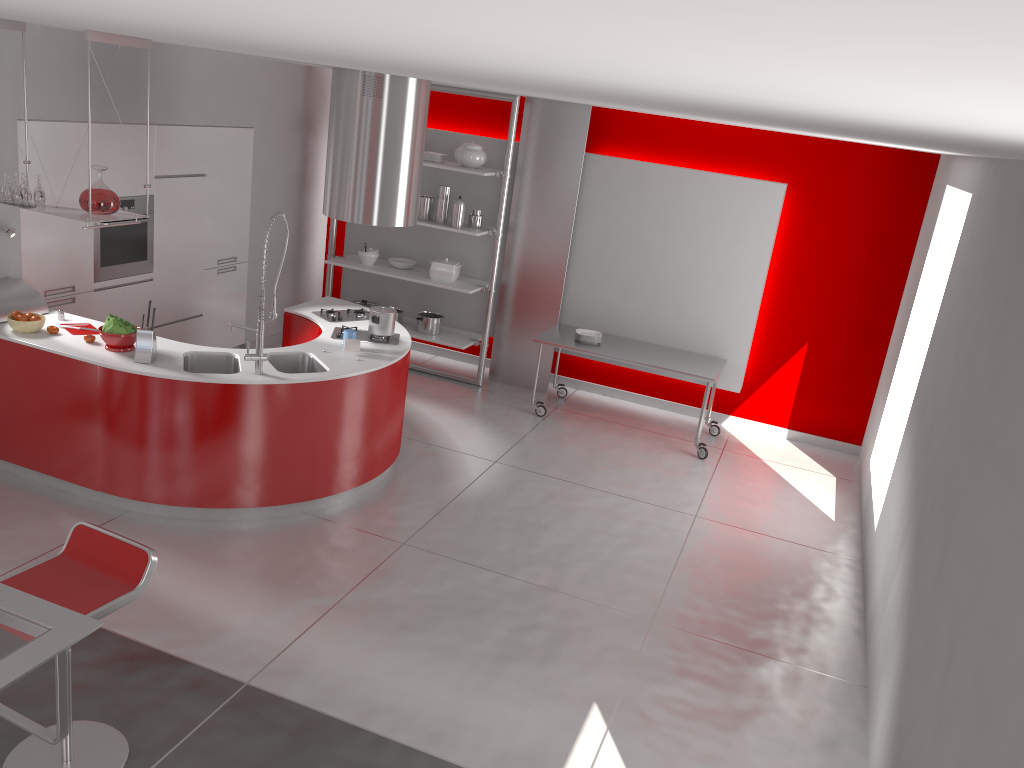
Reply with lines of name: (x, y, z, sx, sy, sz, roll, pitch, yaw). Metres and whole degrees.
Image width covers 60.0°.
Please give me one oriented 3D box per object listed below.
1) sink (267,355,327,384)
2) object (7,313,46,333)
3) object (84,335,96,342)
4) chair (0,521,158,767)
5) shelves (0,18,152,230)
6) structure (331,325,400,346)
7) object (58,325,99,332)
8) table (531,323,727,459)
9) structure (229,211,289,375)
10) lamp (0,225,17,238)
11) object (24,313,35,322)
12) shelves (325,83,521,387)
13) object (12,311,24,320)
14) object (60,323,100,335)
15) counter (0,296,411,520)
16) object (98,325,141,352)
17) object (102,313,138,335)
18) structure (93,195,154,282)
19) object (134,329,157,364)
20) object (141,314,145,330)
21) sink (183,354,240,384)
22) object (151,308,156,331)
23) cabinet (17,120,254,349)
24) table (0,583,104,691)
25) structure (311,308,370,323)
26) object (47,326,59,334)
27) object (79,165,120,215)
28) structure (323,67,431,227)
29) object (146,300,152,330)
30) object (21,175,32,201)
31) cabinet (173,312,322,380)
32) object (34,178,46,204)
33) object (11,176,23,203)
sink: (-1.321, -0.032, 5.398, 0.326, 0.172, 0.428, -3, 21, -31)
object: (-2.865, -0.354, 5.235, 0.201, 0.086, 0.201, 14, 18, 18)
object: (-2.475, -0.269, 5.197, 0.064, 0.048, 0.063, 7, 18, -4)
chair: (-1.593, 0.997, 3.200, 0.418, 0.857, 0.460, 15, 19, 22)
shelves: (-2.554, -1.462, 4.964, 0.934, 1.023, 0.462, 14, 18, 17)
structure: (-1.002, -0.344, 6.101, 0.457, 0.037, 0.303, 6, 18, -7)
object: (-2.569, -0.333, 5.405, 0.375, 0.008, 0.041, 6, 18, -5)
table: (1.005, 0.032, 7.660, 1.627, 0.682, 0.749, 14, 19, 18)
structure: (-1.412, -0.516, 4.994, 0.308, 0.920, 0.178, -1, 20, -27)
lamp: (-3.168, -0.910, 5.355, 0.155, 0.081, 0.454, 14, 18, 17)
object: (-2.868, -0.399, 5.273, 0.066, 0.049, 0.062, 13, 18, 14)
shelves: (-0.904, -1.397, 8.109, 1.735, 2.599, 0.535, 14, 18, 17)
object: (-2.923, -0.403, 5.245, 0.055, 0.058, 0.066, 9, 18, 3)
object: (-2.627, -0.335, 5.407, 0.168, 0.006, 0.266, -9, 24, -43)
counter: (-1.972, 0.106, 5.784, 2.865, 0.880, 1.868, -5, 22, -36)
object: (-2.276, -0.263, 5.150, 0.229, 0.118, 0.228, 5, 18, -10)
object: (-2.259, -0.311, 5.131, 0.198, 0.182, 0.193, 16, 19, 22)
structure: (-2.833, -1.072, 6.514, 0.050, 0.589, 0.599, 14, 18, 17)
object: (-2.069, -0.224, 5.010, 0.091, 0.178, 0.137, 5, 18, -9)
object: (-2.089, -0.291, 5.005, 0.009, 0.197, 0.091, 5, 18, -11)
sink: (-1.759, -0.027, 5.186, 0.326, 0.172, 0.428, 1, 19, -20)
object: (-2.036, -0.284, 5.014, 0.012, 0.279, 0.130, 5, 18, -11)
cabinet: (-3.050, -1.023, 6.940, 0.614, 2.026, 2.398, 14, 18, 17)
table: (-2.149, 1.052, 2.547, 1.700, 1.000, 0.800, 14, 18, 17)
structure: (-1.211, -0.520, 6.560, 0.457, 0.037, 0.303, -7, 23, -40)
object: (-2.719, -0.319, 5.254, 0.065, 0.047, 0.063, 13, 18, 17)
object: (-2.323, -1.092, 4.995, 0.213, 0.266, 0.213, -8, 24, -41)
structure: (-0.915, -1.591, 5.980, 0.644, 0.958, 0.644, 3, 18, -15)
object: (-2.062, -0.304, 5.013, 0.014, 0.322, 0.150, 5, 18, -11)
object: (-2.793, -1.124, 5.095, 0.060, 0.141, 0.060, 14, 18, 17)
cabinet: (-2.204, 0.005, 5.892, 1.875, 0.761, 1.025, -1, 20, -26)
object: (-2.700, -1.102, 5.067, 0.060, 0.141, 0.060, 14, 18, 17)
object: (-2.798, -1.099, 5.013, 0.060, 0.141, 0.060, 6, 18, -5)
